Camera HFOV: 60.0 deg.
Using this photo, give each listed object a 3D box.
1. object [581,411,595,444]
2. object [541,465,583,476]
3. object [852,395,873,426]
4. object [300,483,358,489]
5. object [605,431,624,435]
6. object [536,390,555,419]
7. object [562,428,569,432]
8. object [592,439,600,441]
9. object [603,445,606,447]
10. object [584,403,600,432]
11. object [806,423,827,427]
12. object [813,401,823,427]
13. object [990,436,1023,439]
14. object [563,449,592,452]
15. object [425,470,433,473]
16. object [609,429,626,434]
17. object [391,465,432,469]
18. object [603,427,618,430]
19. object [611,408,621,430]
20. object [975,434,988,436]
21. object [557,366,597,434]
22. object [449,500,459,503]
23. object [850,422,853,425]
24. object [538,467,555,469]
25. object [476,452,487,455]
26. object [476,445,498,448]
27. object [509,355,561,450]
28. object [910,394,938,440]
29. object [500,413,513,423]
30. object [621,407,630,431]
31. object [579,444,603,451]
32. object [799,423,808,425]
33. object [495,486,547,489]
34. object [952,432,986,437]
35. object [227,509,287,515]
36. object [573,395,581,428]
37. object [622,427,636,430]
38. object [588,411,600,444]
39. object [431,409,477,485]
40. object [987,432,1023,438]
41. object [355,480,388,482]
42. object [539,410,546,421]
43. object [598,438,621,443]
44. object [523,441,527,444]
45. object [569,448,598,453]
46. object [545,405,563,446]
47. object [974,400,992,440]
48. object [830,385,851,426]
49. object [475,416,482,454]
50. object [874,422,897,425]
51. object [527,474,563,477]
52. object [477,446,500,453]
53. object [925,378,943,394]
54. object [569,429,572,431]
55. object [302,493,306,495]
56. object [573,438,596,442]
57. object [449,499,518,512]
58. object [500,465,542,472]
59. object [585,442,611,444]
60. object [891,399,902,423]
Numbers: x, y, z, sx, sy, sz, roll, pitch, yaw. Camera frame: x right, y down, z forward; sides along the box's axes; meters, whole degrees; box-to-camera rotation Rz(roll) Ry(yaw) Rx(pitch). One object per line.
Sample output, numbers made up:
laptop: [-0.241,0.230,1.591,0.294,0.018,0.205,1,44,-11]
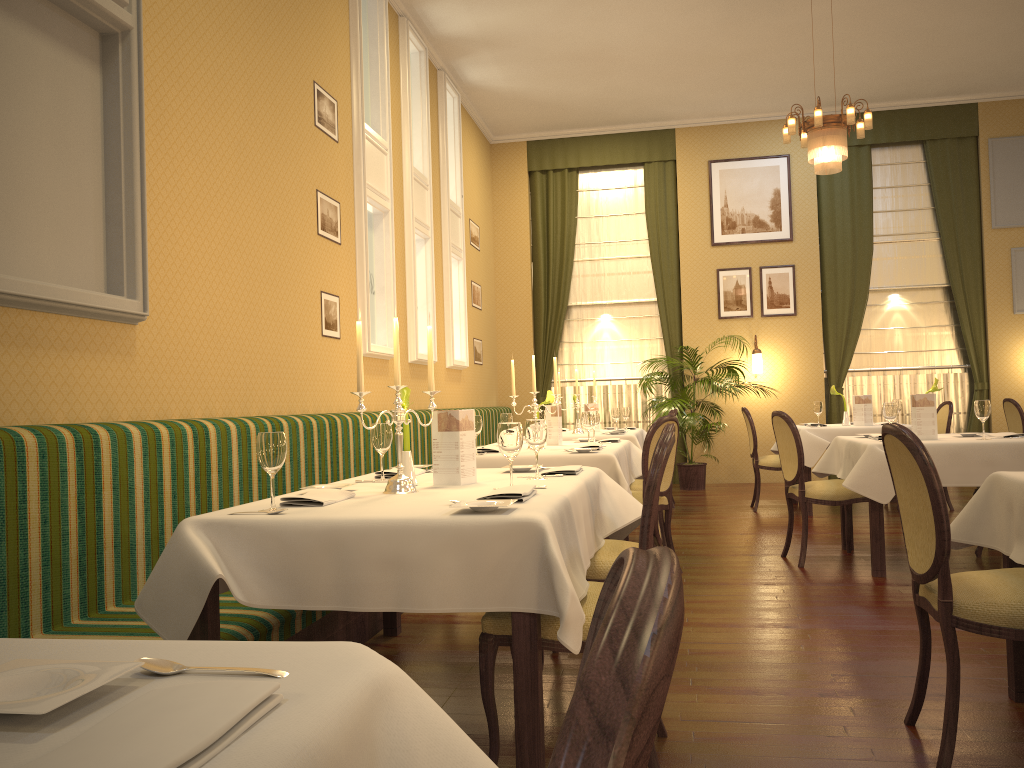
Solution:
object: [0.481,0.288,5.579,0.088,0.229,0.088,-1,-2,-32]
object: [0.208,0.357,3.650,0.142,0.024,0.273,-2,-1,10]
object: [3.143,0.238,7.936,0.166,0.277,0.081,-2,-1,17]
object: [-0.639,0.370,3.113,0.160,0.024,0.160,-2,-1,10]
object: [0.895,0.429,7.727,0.160,0.024,0.160,-2,-1,10]
object: [0.203,0.231,5.864,0.163,0.375,0.076,-3,-2,32]
object: [0.500,0.470,9.076,0.142,0.033,0.273,-2,-1,10]
object: [0.681,0.412,6.534,0.181,0.015,0.038,-2,-1,12]
object: [0.511,0.399,5.677,0.185,0.010,0.017,-2,-1,10]
object: [0.761,0.328,8.614,0.166,0.277,0.081,-2,-1,27]
object: [2.802,0.376,8.163,0.142,0.033,0.273,-2,-1,10]
object: [2.751,0.273,7.965,0.088,0.229,0.088,-1,-2,-32]
object: [2.888,0.313,5.169,0.185,0.010,0.017,-2,-1,10]
object: [0.391,0.391,5.234,0.181,0.015,0.038,-2,-1,12]
object: [-0.426,0.386,3.922,0.181,0.015,0.038,-2,-1,12]
object: [0.958,0.432,8.041,0.142,0.033,0.273,-2,-1,10]
object: [-0.452,0.385,4.031,0.160,0.024,0.160,-2,-1,10]
object: [1.012,0.457,9.103,0.160,0.024,0.160,-2,-1,10]
object: [0.966,0.335,8.234,0.088,0.229,0.088,-1,-2,-32]
object: [2.974,0.317,5.568,0.181,0.015,0.038,-2,-1,12]
object: [0.607,0.137,8.236,0.390,0.655,0.131,-2,-1,16]
object: [-0.095,0.344,2.574,0.181,0.015,0.038,-2,-1,12]
object: [3.221,0.370,8.346,0.160,0.024,0.160,-2,-1,10]
object: [0.195,0.365,3.874,0.181,0.015,0.038,-2,-1,12]
object: [-0.235,0.409,5.171,0.181,0.015,0.038,-2,-1,12]
object: [-0.153,0.416,5.772,0.160,0.024,0.160,-2,-1,10]
object: [0.144,0.092,5.658,0.390,0.655,0.131,-2,-1,25]
object: [2.466,0.199,5.359,0.081,0.277,0.166,-1,-2,-33]
object: [-0.037,0.320,6.223,0.088,0.229,0.088,-1,-2,-38]
object: [1.119,0.341,8.686,0.088,0.229,0.088,-1,-2,-32]
object: [0.473,0.385,5.386,0.142,0.033,0.273,-2,-1,10]
object: [2.821,0.385,8.433,0.160,0.024,0.160,-2,-1,10]
object: [0.026,0.352,3.017,0.185,0.010,0.017,-2,-1,10]
object: [2.821,0.316,5.481,0.160,0.024,0.160,-2,-1,10]
object: [-0.721,0.362,2.511,0.181,0.015,0.038,-2,-1,12]
object: [0.630,0.280,8.565,0.076,0.375,0.163,-2,-1,-3]
object: [1.179,0.450,8.965,0.142,0.024,0.273,-2,-1,10]
object: [0.558,0.297,6.049,0.088,0.229,0.088,-1,-2,-32]
object: [-0.203,0.234,3.260,0.166,0.277,0.081,-1,-1,-18]
object: [2.987,0.309,5.344,0.142,0.024,0.273,-2,-1,10]
object: [-0.526,0.381,3.477,0.185,0.010,0.017,-2,-1,12]
object: [0.268,0.350,7.915,0.088,0.229,0.088,-1,-2,-32]
object: [0.694,0.403,6.310,0.142,0.024,0.273,-2,-1,10]
object: [0.015,0.423,6.421,0.142,0.033,0.273,-2,-1,10]
object: [0.410,0.382,5.072,0.160,0.024,0.160,-2,-1,10]
object: [0.307,0.283,6.057,0.081,0.277,0.166,-1,-2,-28]
object: [2.714,0.207,5.110,0.088,0.229,0.088,-1,-2,-38]
object: [3.005,0.195,8.111,0.163,0.375,0.076,-3,-2,32]
object: [-0.217,0.303,5.259,0.088,0.229,0.088,-1,-2,-32]
object: [3.405,0.359,8.079,0.142,0.024,0.273,-2,-1,10]
object: [0.109,0.361,3.476,0.185,0.010,0.017,-2,-1,10]
object: [-0.123,0.405,5.460,0.142,0.033,0.273,-2,-1,10]
object: [2.568,0.147,5.453,0.163,0.375,0.076,-1,-1,-13]
object: [0.545,0.479,9.237,0.181,0.015,0.038,-2,-1,12]
object: [-0.616,0.372,2.981,0.185,0.010,0.017,-2,-1,12]
object: [0.528,0.411,6.447,0.160,0.024,0.160,-2,-1,10]
object: [-0.075,0.335,2.412,0.160,0.024,0.160,-2,-1,10]
object: [0.042,0.364,3.788,0.160,0.024,0.160,-2,-1,10]
object: [0.595,0.407,6.136,0.185,0.010,0.017,-2,-1,10]
object: [3.353,0.248,7.723,0.088,0.229,0.088,-1,-2,-32]
